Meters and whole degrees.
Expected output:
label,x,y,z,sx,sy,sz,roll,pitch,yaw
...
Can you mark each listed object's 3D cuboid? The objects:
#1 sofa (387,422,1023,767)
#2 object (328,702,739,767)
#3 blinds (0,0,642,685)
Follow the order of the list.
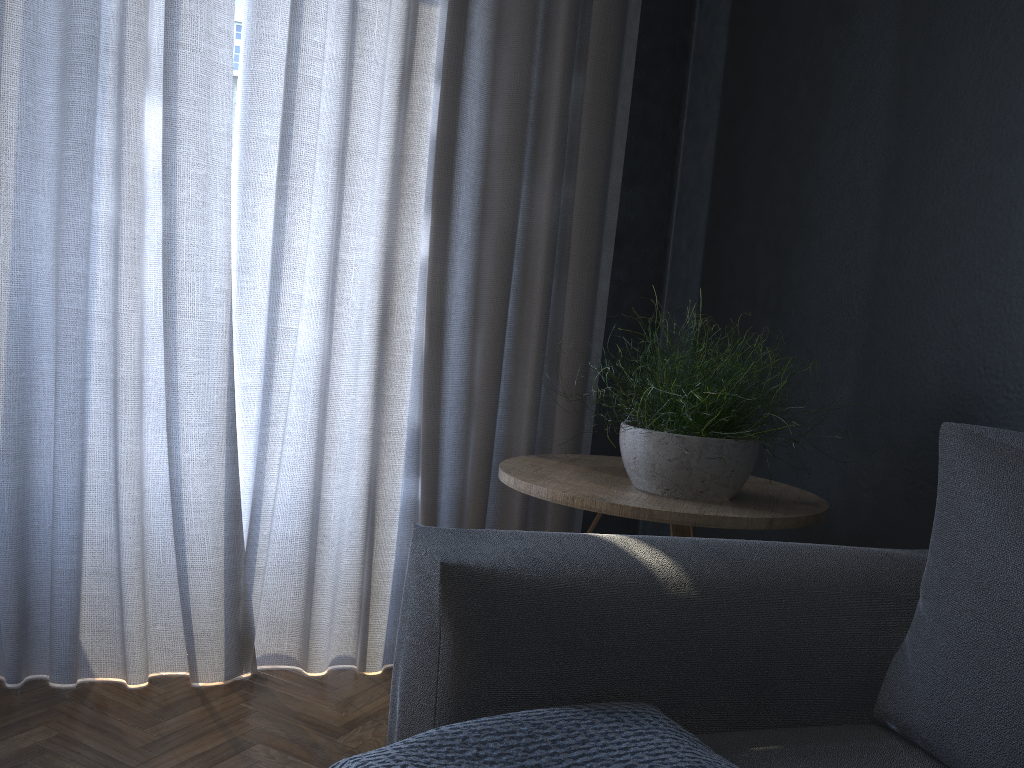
label,x,y,z,sx,sy,sz,roll,pitch,yaw
sofa,0.556,0.499,0.233,0.970,0.799,2.337,4,4,-17
object,0.098,0.451,0.696,0.490,0.329,0.665,5,4,-12
blinds,-1.540,-0.802,1.747,3.994,2.792,0.312,4,4,-17
